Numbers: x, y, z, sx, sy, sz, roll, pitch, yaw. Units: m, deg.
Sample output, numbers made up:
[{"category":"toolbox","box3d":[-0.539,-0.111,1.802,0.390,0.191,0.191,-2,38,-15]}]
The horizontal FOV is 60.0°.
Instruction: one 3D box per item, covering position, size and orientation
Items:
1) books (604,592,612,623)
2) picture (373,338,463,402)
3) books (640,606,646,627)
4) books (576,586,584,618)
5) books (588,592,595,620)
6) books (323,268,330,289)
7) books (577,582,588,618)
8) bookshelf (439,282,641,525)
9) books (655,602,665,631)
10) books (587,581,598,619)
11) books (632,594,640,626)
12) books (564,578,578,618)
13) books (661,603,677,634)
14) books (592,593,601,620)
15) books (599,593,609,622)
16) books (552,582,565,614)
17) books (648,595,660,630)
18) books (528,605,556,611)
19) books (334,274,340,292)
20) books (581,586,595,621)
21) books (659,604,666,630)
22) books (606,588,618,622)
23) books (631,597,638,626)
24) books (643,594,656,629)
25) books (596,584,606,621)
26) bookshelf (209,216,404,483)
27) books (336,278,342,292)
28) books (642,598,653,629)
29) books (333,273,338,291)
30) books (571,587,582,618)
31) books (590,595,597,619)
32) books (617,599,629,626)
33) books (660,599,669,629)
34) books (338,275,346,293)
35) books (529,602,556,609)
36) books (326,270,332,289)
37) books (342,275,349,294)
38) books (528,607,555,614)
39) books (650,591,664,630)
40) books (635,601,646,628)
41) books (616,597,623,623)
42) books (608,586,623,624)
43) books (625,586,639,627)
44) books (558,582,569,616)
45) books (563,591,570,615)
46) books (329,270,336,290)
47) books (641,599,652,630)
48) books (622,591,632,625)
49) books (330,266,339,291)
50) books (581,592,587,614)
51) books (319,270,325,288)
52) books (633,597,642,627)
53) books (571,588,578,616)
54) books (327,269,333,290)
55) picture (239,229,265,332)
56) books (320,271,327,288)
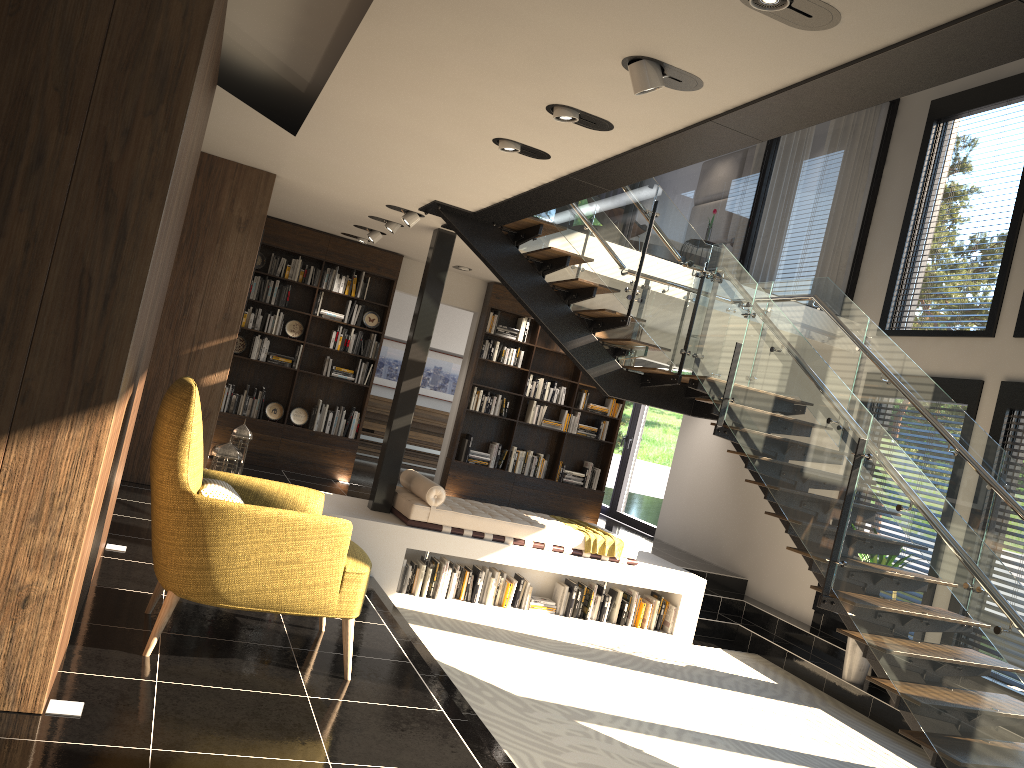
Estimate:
[{"category":"books","box3d":[0.864,2.100,8.368,0.019,0.256,0.186,14,-1,-20]},{"category":"picture","box3d":[-1.513,-0.215,14.219,3.547,0.748,0.035,14,-1,-21]},{"category":"books","box3d":[1.222,2.210,8.529,0.022,0.216,0.137,14,-1,-20]},{"category":"books","box3d":[0.597,2.028,8.280,0.029,0.268,0.146,14,-1,-20]},{"category":"books","box3d":[0.703,2.053,8.317,0.027,0.270,0.187,14,-1,-20]},{"category":"books","box3d":[-2.110,-1.185,10.021,0.033,0.237,0.231,14,-1,-20]},{"category":"books","box3d":[0.629,2.017,8.295,0.035,0.305,0.151,14,-1,-20]},{"category":"bookshelf","box3d":[0.383,0.314,11.052,2.092,2.682,0.273,14,-1,-21]},{"category":"books","box3d":[1.397,2.224,8.577,0.030,0.273,0.185,14,-1,-20]},{"category":"books","box3d":[0.728,2.031,8.345,0.029,0.326,0.152,14,-1,-20]},{"category":"books","box3d":[1.148,2.147,8.488,0.021,0.302,0.167,14,-1,-20]},{"category":"books","box3d":[0.521,1.985,8.232,0.043,0.316,0.209,14,-1,-20]},{"category":"books","box3d":[1.491,2.251,8.593,0.037,0.264,0.271,14,-1,-20]},{"category":"books","box3d":[0.770,2.090,8.354,0.028,0.231,0.158,14,-1,-20]},{"category":"books","box3d":[0.838,2.095,8.358,0.036,0.253,0.177,14,-1,-20]},{"category":"books","box3d":[0.419,1.988,8.237,0.026,0.263,0.156,14,-1,-20]},{"category":"books","box3d":[1.335,2.202,8.549,0.028,0.285,0.210,14,-1,-20]},{"category":"books","box3d":[0.251,2.045,8.171,0.261,0.024,0.167,14,-1,-24]},{"category":"books","box3d":[-2.009,-1.145,10.081,0.027,0.207,0.202,14,-1,-20]},{"category":"books","box3d":[0.688,2.041,8.288,0.026,0.287,0.204,14,-1,-20]},{"category":"books","box3d":[1.413,2.237,8.598,0.019,0.255,0.180,14,-1,-20]},{"category":"books","box3d":[0.917,2.095,8.418,0.066,0.293,0.142,14,-1,-20]},{"category":"books","box3d":[1.127,2.151,8.477,0.023,0.283,0.175,14,-1,-20]},{"category":"books","box3d":[1.298,2.194,8.555,0.039,0.284,0.199,14,-1,-20]},{"category":"books","box3d":[0.809,2.055,8.362,0.033,0.318,0.152,14,-1,-20]},{"category":"bookshelf","box3d":[-2.370,-0.368,9.989,1.705,2.682,0.273,14,-1,-21]},{"category":"books","box3d":[-1.985,-1.120,10.089,0.034,0.171,0.158,14,-1,-20]},{"category":"books","box3d":[1.276,2.206,8.519,0.021,0.248,0.197,14,-1,-20]},{"category":"books","box3d":[-2.023,-1.153,10.057,0.019,0.216,0.214,14,-1,-20]},{"category":"books","box3d":[0.574,2.022,8.262,0.029,0.268,0.172,14,-1,-20]},{"category":"books","box3d":[0.739,2.086,8.362,0.026,0.226,0.132,14,-1,-20]},{"category":"books","box3d":[1.017,2.152,8.426,0.032,0.229,0.228,14,-1,-20]},{"category":"books","box3d":[1.444,2.228,8.614,0.043,0.287,0.147,14,-1,-20]},{"category":"books","box3d":[-1.948,-1.132,10.096,0.034,0.211,0.205,14,-1,-20]},{"category":"books","box3d":[0.255,2.020,8.176,0.274,0.025,0.156,14,-1,-24]},{"category":"books","box3d":[-2.083,-1.176,10.010,0.014,0.231,0.279,14,-1,-20]},{"category":"books","box3d":[-1.917,-1.130,10.124,0.042,0.223,0.163,14,-1,-20]},{"category":"books","box3d":[0.246,2.068,8.170,0.257,0.024,0.167,14,-1,-21]},{"category":"books","box3d":[1.367,2.188,8.575,0.042,0.328,0.205,14,-1,-20]},{"category":"books","box3d":[1.194,2.185,8.481,0.025,0.249,0.208,14,-1,-20]},{"category":"books","box3d":[0.982,2.130,8.444,0.030,0.256,0.160,14,-1,-20]},{"category":"books","box3d":[0.966,2.097,8.422,0.027,0.312,0.189,14,-1,-20]},{"category":"books","box3d":[1.112,2.121,8.460,0.028,0.334,0.205,14,-1,-20]},{"category":"books","box3d":[0.455,1.991,8.221,0.030,0.273,0.168,14,-1,-20]},{"category":"books","box3d":[0.469,2.019,8.246,0.027,0.226,0.165,14,-1,-20]},{"category":"books","box3d":[-2.053,-1.174,10.038,0.035,0.241,0.208,14,-1,-20]},{"category":"books","box3d":[1.257,2.202,8.506,0.024,0.246,0.211,14,-1,-20]},{"category":"books","box3d":[1.071,2.138,8.481,0.027,0.284,0.176,14,-1,-20]},{"category":"books","box3d":[-2.013,-1.183,10.004,0.012,0.276,0.287,14,-1,-20]},{"category":"books","box3d":[0.642,2.039,8.337,0.026,0.270,0.128,14,-1,-20]},{"category":"books","box3d":[-2.169,-1.187,10.036,0.023,0.213,0.194,14,-1,-20]},{"category":"books","box3d":[1.168,2.161,8.494,0.025,0.285,0.164,14,-1,-20]},{"category":"books","box3d":[0.540,2.006,8.276,0.031,0.284,0.176,14,-1,-20]},{"category":"books","box3d":[-2.068,-1.177,10.011,0.013,0.239,0.255,14,-1,-20]},{"category":"picture","box3d":[-2.376,-0.917,7.980,0.028,0.911,0.748,14,-1,-20]},{"category":"books","box3d":[-2.135,-1.175,10.000,0.021,0.204,0.224,14,-1,-20]}]
